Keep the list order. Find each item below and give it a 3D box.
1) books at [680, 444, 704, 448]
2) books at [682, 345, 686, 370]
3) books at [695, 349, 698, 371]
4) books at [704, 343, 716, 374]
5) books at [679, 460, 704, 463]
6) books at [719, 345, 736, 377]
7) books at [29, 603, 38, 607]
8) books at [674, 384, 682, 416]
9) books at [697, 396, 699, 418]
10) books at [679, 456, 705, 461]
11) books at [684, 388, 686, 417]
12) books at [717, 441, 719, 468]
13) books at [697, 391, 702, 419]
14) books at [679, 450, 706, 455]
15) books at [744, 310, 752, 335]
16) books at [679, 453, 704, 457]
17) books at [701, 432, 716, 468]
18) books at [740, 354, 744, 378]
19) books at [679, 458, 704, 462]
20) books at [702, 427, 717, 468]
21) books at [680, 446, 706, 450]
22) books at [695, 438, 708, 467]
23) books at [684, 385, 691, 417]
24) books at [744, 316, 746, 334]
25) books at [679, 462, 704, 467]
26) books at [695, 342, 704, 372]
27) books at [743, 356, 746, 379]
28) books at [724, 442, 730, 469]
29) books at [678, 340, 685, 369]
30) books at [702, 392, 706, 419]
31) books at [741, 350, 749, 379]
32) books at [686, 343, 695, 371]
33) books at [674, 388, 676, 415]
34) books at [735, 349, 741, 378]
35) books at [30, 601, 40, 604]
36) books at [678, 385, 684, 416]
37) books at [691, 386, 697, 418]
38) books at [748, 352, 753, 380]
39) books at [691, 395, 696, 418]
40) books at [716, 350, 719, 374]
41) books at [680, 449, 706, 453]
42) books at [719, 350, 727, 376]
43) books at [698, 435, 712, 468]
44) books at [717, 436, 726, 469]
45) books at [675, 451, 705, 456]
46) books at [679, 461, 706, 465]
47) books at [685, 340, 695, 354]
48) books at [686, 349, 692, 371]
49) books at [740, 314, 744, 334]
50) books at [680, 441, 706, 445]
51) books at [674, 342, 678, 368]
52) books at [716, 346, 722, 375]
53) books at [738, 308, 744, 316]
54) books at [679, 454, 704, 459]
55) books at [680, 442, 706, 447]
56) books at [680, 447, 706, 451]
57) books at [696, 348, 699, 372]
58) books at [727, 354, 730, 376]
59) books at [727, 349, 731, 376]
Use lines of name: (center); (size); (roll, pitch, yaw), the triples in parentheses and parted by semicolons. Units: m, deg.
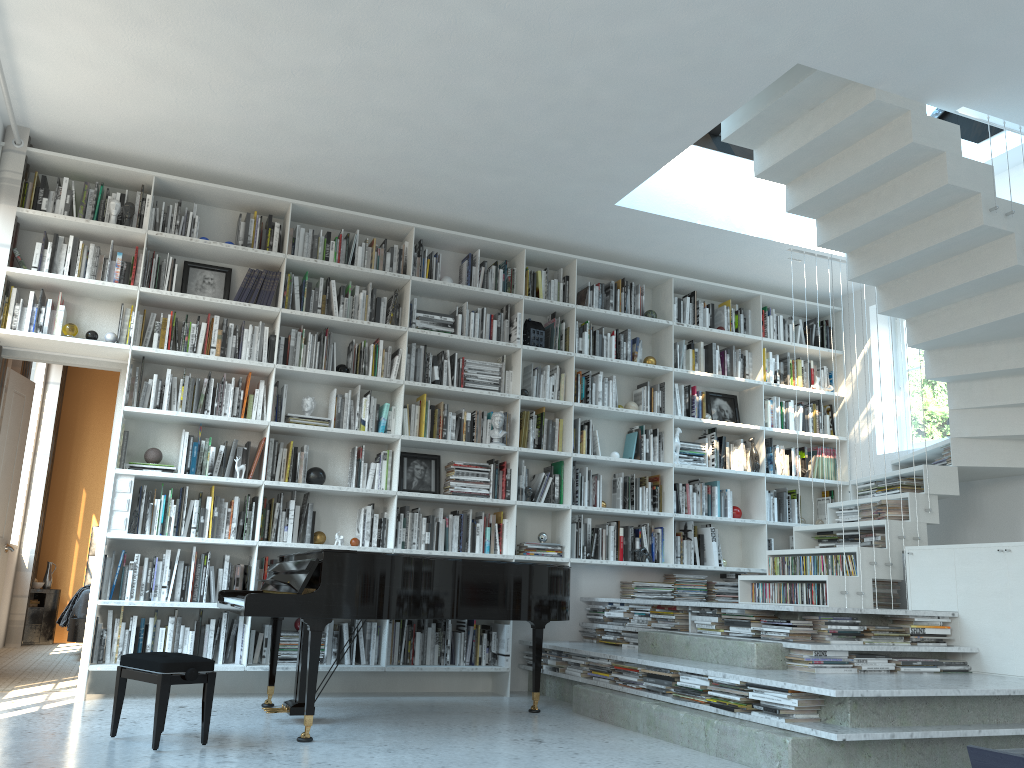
books: (1.342, 0.493, 6.907); (0.254, 0.012, 0.161); (7, -14, -20)
books: (1.338, -0.176, 7.048); (0.026, 0.250, 0.130); (7, -14, -22)
books: (1.425, -0.154, 7.069); (0.030, 0.223, 0.158); (7, -14, -22)
books: (1.542, -0.171, 7.069); (0.032, 0.264, 0.246); (7, -14, -22)
books: (1.336, 0.609, 6.876); (0.254, 0.012, 0.161); (7, -14, -18)
books: (1.747, -0.150, 7.190); (0.022, 0.294, 0.181); (7, -14, -22)
books: (-4.720, 2.147, 8.623); (0.128, 0.030, 0.182); (2, -13, 0)
books: (1.263, 0.152, 6.942); (0.065, 0.288, 0.146); (7, -14, -22)
books: (1.417, 0.209, 6.991); (0.033, 0.212, 0.153); (7, -14, -22)
books: (1.336, 0.587, 6.885); (0.285, 0.012, 0.160); (8, -14, -24)
books: (1.320, 0.174, 6.980); (0.043, 0.268, 0.131); (7, -14, -22)
books: (1.565, 0.575, 6.970); (0.030, 0.236, 0.179); (7, -14, -22)
books: (1.443, 0.192, 7.005); (0.021, 0.252, 0.167); (7, -14, -22)
books: (1.341, 0.539, 6.895); (0.285, 0.012, 0.160); (8, -15, -25)
books: (1.924, -0.467, 7.344); (0.026, 0.262, 0.163); (7, -14, -22)
books: (1.336, 0.564, 6.894); (0.254, 0.012, 0.161); (8, -14, -22)
books: (1.541, 0.539, 6.959); (0.011, 0.299, 0.184); (7, -14, -22)
books: (1.823, -0.111, 7.225); (0.030, 0.240, 0.162); (7, -14, -22)
books: (1.335, 0.598, 6.882); (0.254, 0.012, 0.161); (7, -14, -20)
books: (1.552, 0.521, 6.967); (0.010, 0.338, 0.180); (7, -14, -22)
books: (1.342, 0.505, 6.905); (0.285, 0.012, 0.160); (7, -14, -20)
books: (1.483, 0.558, 6.949); (0.012, 0.253, 0.161); (7, -14, -22)
books: (1.355, 0.163, 6.971); (0.012, 0.286, 0.177); (7, -14, -22)
books: (1.888, -0.441, 7.347); (0.031, 0.211, 0.132); (7, -14, -22)
books: (1.335, 0.633, 6.870); (0.254, 0.012, 0.161); (9, -15, -26)
books: (1.476, -0.180, 7.090); (0.026, 0.287, 0.156); (7, -14, -22)
books: (1.855, -0.101, 7.248); (0.022, 0.233, 0.158); (7, -14, -22)
books: (1.665, 0.588, 7.022); (0.031, 0.241, 0.147); (7, -14, -22)
books: (1.306, -0.198, 7.029); (0.052, 0.281, 0.167); (7, -14, -22)
books: (1.468, 0.198, 7.004); (0.026, 0.243, 0.178); (7, -14, -22)
books: (1.879, -0.123, 7.258); (0.026, 0.283, 0.147); (7, -14, -22)
books: (1.393, -0.179, 7.052); (0.026, 0.260, 0.167); (7, -14, -22)
books: (1.229, 0.166, 6.918); (0.011, 0.247, 0.156); (7, -14, -22)
books: (1.796, -0.132, 7.209); (0.036, 0.271, 0.177); (7, -14, -22)
books: (-4.723, 2.121, 8.626); (0.133, 0.022, 0.189); (-5, -15, 28)
books: (1.299, 0.160, 6.963); (0.012, 0.284, 0.160); (7, -14, -22)
books: (1.398, 0.170, 6.986); (0.014, 0.284, 0.176); (7, -14, -22)
books: (1.906, -0.111, 7.265); (0.031, 0.264, 0.169); (7, -14, -22)
books: (1.388, 0.204, 6.963); (0.013, 0.206, 0.190); (7, -14, -22)
books: (1.590, -0.140, 7.115); (0.030, 0.229, 0.187); (7, -14, -22)
books: (1.341, 0.528, 6.899); (0.285, 0.012, 0.160); (7, -14, -20)
books: (1.669, -0.134, 7.151); (0.014, 0.239, 0.189); (7, -14, -22)
books: (1.520, 0.550, 6.977); (0.012, 0.284, 0.160); (7, -14, -22)
books: (1.617, 0.561, 7.000); (0.059, 0.281, 0.167); (7, -14, -22)
books: (1.342, 0.550, 6.888); (0.254, 0.012, 0.161); (6, -14, -17)
books: (1.337, 0.621, 6.870); (0.285, 0.012, 0.160); (6, -14, -17)
books: (1.407, -0.192, 7.070); (0.011, 0.295, 0.163); (7, -14, -22)
books: (1.370, -0.157, 7.032); (0.025, 0.207, 0.175); (7, -14, -22)
books: (1.846, -0.452, 7.305); (0.029, 0.209, 0.169); (7, -14, -22)
books: (1.343, 0.469, 6.912); (0.285, 0.012, 0.160); (7, -14, -20)
books: (1.264, -0.190, 7.012); (0.012, 0.253, 0.161); (7, -14, -22)
books: (1.632, -0.154, 7.166); (0.048, 0.282, 0.162); (7, -14, -22)
books: (1.866, -0.479, 7.339); (0.025, 0.278, 0.136); (7, -14, -22)
books: (1.339, 0.574, 6.882); (0.254, 0.012, 0.161); (9, -15, -27)
books: (1.343, 0.481, 6.910); (0.285, 0.012, 0.160); (8, -14, -24)
books: (1.344, 0.515, 6.895); (0.285, 0.012, 0.160); (9, -15, -27)
books: (1.444, -0.154, 7.094); (0.024, 0.235, 0.147); (7, -14, -22)
books: (1.698, -0.117, 7.168); (0.031, 0.217, 0.166); (7, -14, -22)
books: (1.720, -0.135, 7.191); (0.023, 0.263, 0.156); (7, -14, -22)
